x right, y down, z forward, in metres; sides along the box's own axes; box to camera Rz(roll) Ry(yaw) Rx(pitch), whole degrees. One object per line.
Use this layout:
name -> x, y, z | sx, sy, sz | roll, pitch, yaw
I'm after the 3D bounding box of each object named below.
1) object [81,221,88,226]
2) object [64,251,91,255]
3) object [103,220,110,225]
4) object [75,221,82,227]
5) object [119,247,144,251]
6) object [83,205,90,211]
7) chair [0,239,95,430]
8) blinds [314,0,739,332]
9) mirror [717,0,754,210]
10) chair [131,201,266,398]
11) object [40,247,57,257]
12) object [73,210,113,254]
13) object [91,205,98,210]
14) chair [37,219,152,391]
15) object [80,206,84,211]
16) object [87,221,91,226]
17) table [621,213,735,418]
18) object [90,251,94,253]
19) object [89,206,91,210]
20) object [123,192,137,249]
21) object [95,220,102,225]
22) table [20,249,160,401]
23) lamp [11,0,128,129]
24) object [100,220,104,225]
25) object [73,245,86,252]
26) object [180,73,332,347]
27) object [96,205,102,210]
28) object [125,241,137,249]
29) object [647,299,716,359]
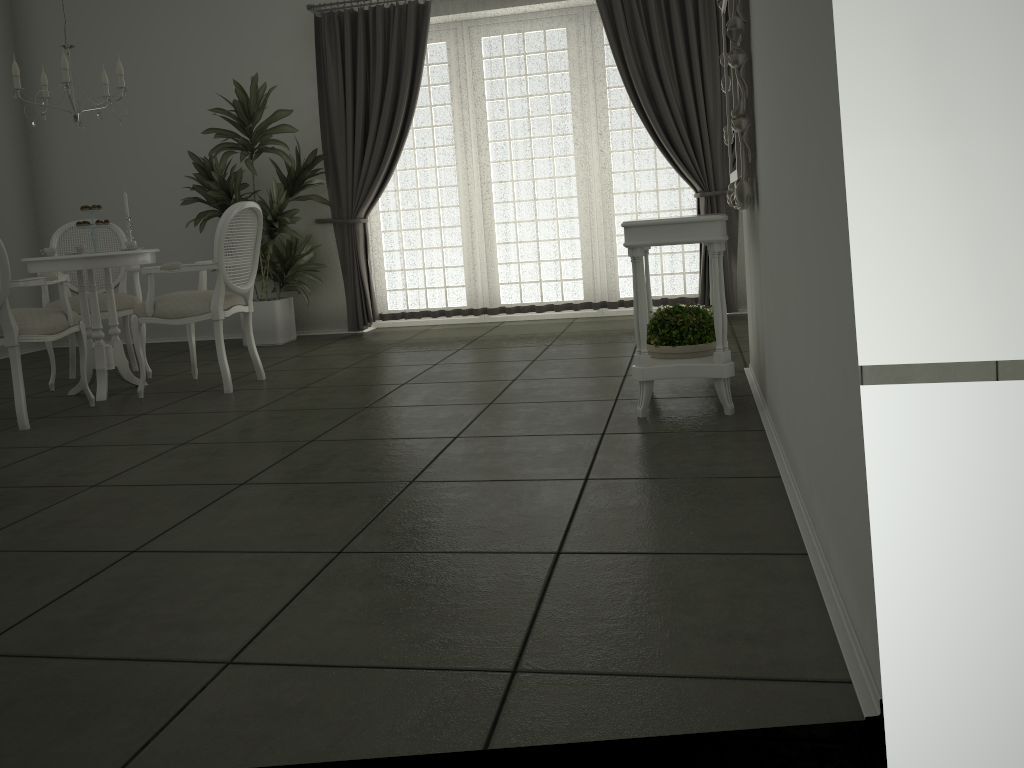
object -> -2.461, -0.924, 5.084 | 0.039, 0.032, 0.040 | -8, 9, -22
object -> -2.420, -0.727, 4.919 | 0.118, 0.015, 0.120 | -4, 10, 2
object -> -2.378, -0.948, 5.179 | 0.039, 0.032, 0.040 | 1, 10, 32
object -> -2.516, -0.929, 5.133 | 0.039, 0.032, 0.040 | -9, 9, -27
object -> -2.223, -0.785, 5.157 | 0.118, 0.015, 0.120 | -4, 10, 2
object -> -2.462, -1.018, 5.108 | 0.039, 0.032, 0.040 | 1, 10, 32
chair -> -2.609, -0.322, 4.471 | 0.595, 1.054, 0.697 | -4, 7, 2
blinds -> 0.109, -1.764, 6.984 | 3.656, 2.581, 0.667 | -2, 6, 12
mirror -> 0.933, -1.338, 3.714 | 0.082, 1.198, 0.847 | -3, 7, 12
chair -> -1.774, -0.504, 5.124 | 0.689, 1.054, 0.602 | -3, 7, 12
object -> -2.573, -0.734, 4.915 | 0.062, 0.049, 0.079 | -1, 10, 22
object -> -2.444, -0.889, 5.160 | 0.211, 0.246, 0.212 | 3, 10, 44
object -> -2.423, -1.023, 5.121 | 0.039, 0.032, 0.040 | -2, 9, 18
chair -> -2.746, -0.558, 5.801 | 0.597, 1.054, 0.694 | -7, 7, -23
object -> -2.493, -1.021, 5.135 | 0.039, 0.032, 0.040 | 3, 11, 42
object -> -2.503, -0.944, 5.204 | 0.040, 0.032, 0.040 | -9, 9, -27
table -> 0.728, -0.325, 3.856 | 0.432, 0.798, 0.706 | -3, 8, 12
object -> -2.597, -0.789, 5.325 | 0.118, 0.015, 0.120 | -2, 11, 12
object -> -2.485, -1.029, 5.175 | 0.039, 0.032, 0.040 | -5, 8, -2
object -> -2.307, -0.984, 5.305 | 0.088, 0.361, 0.088 | -5, 6, -11
object -> -2.392, -0.934, 5.108 | 0.040, 0.032, 0.040 | -9, 9, -27
table -> -2.420, -0.354, 5.191 | 0.739, 0.822, 0.749 | -3, 8, 9
lamp -> -2.582, -2.684, 4.971 | 0.593, 2.416, 0.598 | -5, 6, -11
object -> -2.433, -0.953, 5.228 | 0.040, 0.032, 0.039 | -11, 11, -37
object -> -2.598, -0.811, 5.315 | 0.062, 0.049, 0.078 | -5, 9, -8
object -> -2.063, -1.356, 7.024 | 1.161, 2.077, 1.050 | -1, 7, 30
object -> -2.415, -1.031, 5.161 | 0.040, 0.032, 0.040 | -10, 10, -32
object -> -2.219, -0.810, 5.160 | 0.062, 0.049, 0.078 | 4, 12, 44
object -> 0.743, -0.252, 3.862 | 0.373, 0.229, 0.351 | -3, 9, 7
